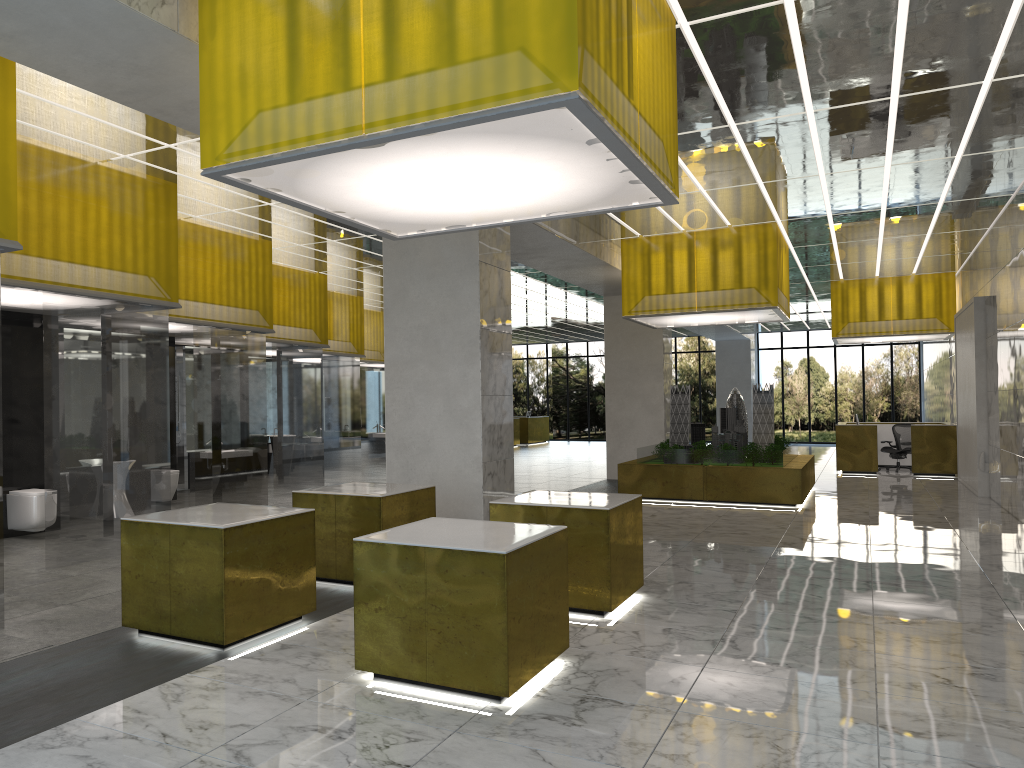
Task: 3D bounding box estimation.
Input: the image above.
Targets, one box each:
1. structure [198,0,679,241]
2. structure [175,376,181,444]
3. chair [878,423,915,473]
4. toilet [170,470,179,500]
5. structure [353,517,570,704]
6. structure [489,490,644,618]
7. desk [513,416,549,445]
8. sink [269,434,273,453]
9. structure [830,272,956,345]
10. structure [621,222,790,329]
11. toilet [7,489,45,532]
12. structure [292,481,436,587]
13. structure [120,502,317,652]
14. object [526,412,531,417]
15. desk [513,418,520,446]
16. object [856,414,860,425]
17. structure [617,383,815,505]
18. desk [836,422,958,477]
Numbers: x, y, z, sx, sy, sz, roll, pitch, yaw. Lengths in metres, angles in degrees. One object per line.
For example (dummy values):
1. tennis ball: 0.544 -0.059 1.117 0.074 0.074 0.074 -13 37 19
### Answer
1. structure: -0.494 -2.853 7.602 3.407 2.269 3.101 -1 -1 26
2. structure: -8.896 0.672 22.249 0.390 1.790 0.380 -1 -1 26
3. chair: 12.025 1.975 26.469 0.971 1.493 1.191 0 -1 -40
4. toilet: -8.078 2.330 19.591 0.880 0.694 0.487 -1 -1 28
5. structure: -0.391 1.829 7.165 1.429 1.173 1.380 -1 -1 26
6. structure: 0.644 1.878 9.665 1.429 1.173 1.380 -1 -1 26
7. desk: 0.050 2.639 48.761 3.367 1.508 3.330 -1 -1 26
8. sink: -7.453 2.198 27.749 0.807 1.513 0.988 0 -1 -24
9. structure: 11.849 -2.525 26.750 3.407 2.269 2.981 -1 -1 26
10. structure: 4.533 -2.615 19.757 3.407 2.269 3.102 -1 -1 26
11. toilet: -8.267 2.186 14.747 0.874 0.687 0.483 -1 -1 28
12. structure: -1.896 1.939 11.103 1.429 1.173 1.380 -1 -1 26
13. structure: -2.928 1.891 8.607 1.429 1.173 1.380 -1 -1 26
14. object: 0.863 1.901 48.325 0.576 0.667 0.717 -1 -1 25
15. desk: -1.697 2.557 44.536 3.367 1.508 3.330 -1 -1 26
16. object: 11.138 1.287 27.153 0.576 0.667 0.717 -1 -1 25
17. structure: 5.112 1.289 20.812 4.050 2.571 4.925 -1 -1 25
18. desk: 11.960 1.986 26.664 3.367 1.508 3.330 -1 -1 26
